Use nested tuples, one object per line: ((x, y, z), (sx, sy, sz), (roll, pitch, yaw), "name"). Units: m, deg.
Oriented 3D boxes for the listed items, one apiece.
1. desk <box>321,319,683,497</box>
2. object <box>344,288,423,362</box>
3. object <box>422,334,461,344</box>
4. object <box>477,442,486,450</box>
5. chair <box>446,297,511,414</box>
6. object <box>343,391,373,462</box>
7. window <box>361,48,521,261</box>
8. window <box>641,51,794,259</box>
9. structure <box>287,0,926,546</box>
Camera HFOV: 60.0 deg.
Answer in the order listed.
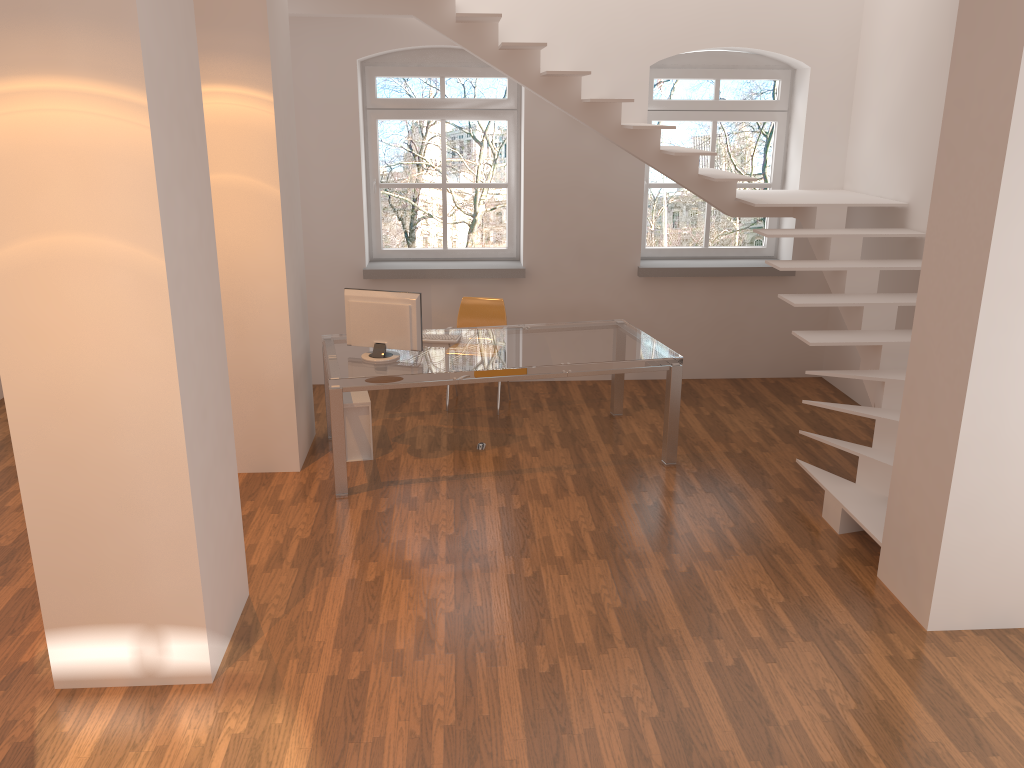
((-0.117, 0.099, 6.059), (2.239, 0.750, 1.092), (-4, 18, -13), "desk")
((-0.845, -0.374, 5.602), (0.516, 0.418, 0.245), (9, 19, 25), "object")
((-0.590, -0.318, 6.079), (0.467, 0.031, 0.200), (2, 17, 6), "object")
((-0.215, 0.433, 6.219), (0.054, 0.035, 0.115), (2, 17, 6), "object")
((-0.272, -0.227, 6.943), (0.495, 0.829, 0.464), (4, 18, 11), "chair")
((-1.088, 0.257, 6.119), (0.200, 0.422, 0.474), (-4, 18, -13), "object")
((-0.578, -1.893, 7.448), (1.308, 1.737, 0.142), (-1, 17, -4), "window")
((1.710, -1.927, 7.595), (1.308, 1.737, 0.142), (-1, 17, -4), "window")
((0.564, -0.958, 5.641), (4.630, 3.042, 3.450), (-1, 17, -4), "structure")
